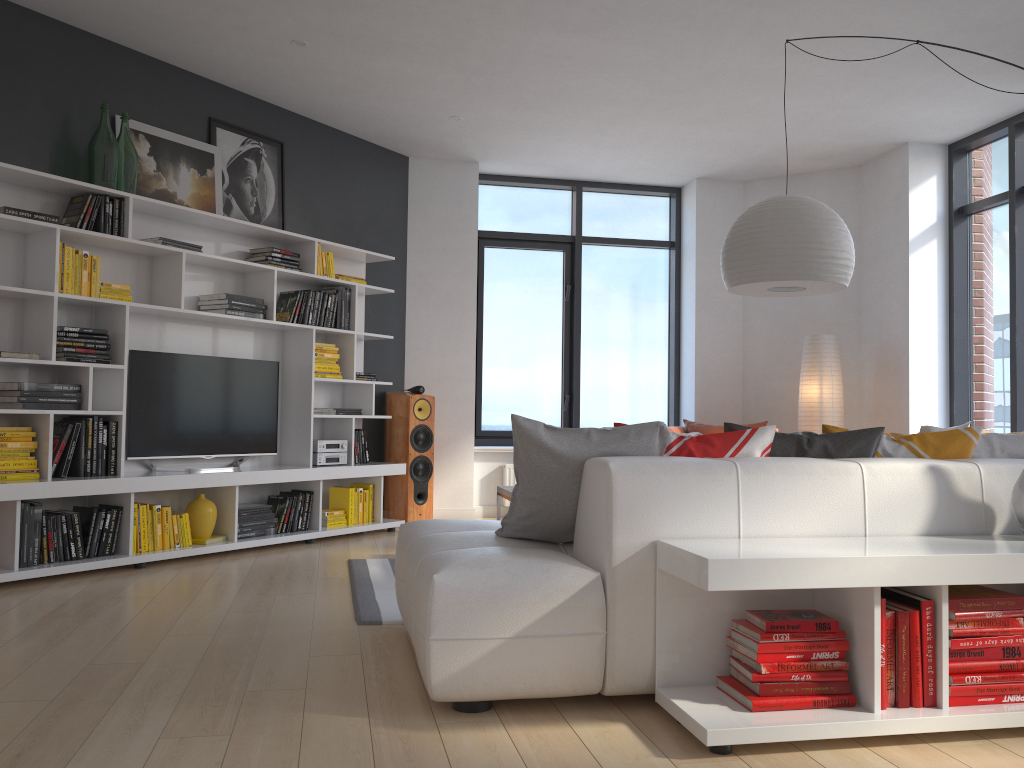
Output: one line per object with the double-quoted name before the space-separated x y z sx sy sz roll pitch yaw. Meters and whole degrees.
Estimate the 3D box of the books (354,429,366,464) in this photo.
"books" -1.159 0.456 6.512 0.193 0.255 0.066 -1 -3 33

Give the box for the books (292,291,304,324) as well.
"books" -1.512 -0.512 6.021 0.187 0.234 0.096 -1 -3 34

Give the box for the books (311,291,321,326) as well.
"books" -1.425 -0.514 6.147 0.191 0.249 0.084 -1 -3 34

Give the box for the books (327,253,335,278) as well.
"books" -1.316 -0.827 6.238 0.141 0.184 0.064 -1 -3 35

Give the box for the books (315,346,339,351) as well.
"books" -1.370 -0.250 6.287 0.163 0.023 0.223 -1 -3 38

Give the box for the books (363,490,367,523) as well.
"books" -1.125 0.881 6.418 0.172 0.234 0.024 -1 -3 34

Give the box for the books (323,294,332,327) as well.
"books" -1.356 -0.507 6.227 0.179 0.243 0.071 -1 -3 33

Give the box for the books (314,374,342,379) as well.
"books" -1.361 -0.049 6.259 0.194 0.028 0.257 -1 -3 39

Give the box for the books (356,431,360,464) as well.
"books" -1.185 0.462 6.467 0.170 0.236 0.049 -1 -3 34

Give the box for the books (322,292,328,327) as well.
"books" -1.381 -0.513 6.212 0.192 0.254 0.075 -1 -3 33

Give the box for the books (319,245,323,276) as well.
"books" -1.389 -0.851 6.176 0.164 0.224 0.054 -1 -3 33

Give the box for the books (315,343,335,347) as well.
"books" -1.394 -0.274 6.293 0.163 0.023 0.223 -1 -3 38

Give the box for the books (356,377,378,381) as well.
"books" -1.124 -0.032 6.540 0.161 0.023 0.213 -1 -3 37

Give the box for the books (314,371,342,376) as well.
"books" -1.369 -0.075 6.262 0.203 0.024 0.257 -1 -3 37

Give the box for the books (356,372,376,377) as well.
"books" -1.137 -0.070 6.553 0.161 0.023 0.213 -1 -3 37

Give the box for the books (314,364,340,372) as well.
"books" -1.372 -0.108 6.267 0.189 0.042 0.243 -1 -3 34

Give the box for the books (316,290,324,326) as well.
"books" -1.408 -0.518 6.176 0.197 0.260 0.066 -1 -3 34

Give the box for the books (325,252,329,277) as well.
"books" -1.337 -0.826 6.202 0.128 0.178 0.044 -1 -3 33

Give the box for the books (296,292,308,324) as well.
"books" -1.483 -0.511 6.039 0.169 0.233 0.081 -1 -3 33

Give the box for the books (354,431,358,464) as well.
"books" -1.204 0.461 6.451 0.189 0.240 0.053 -1 -3 34

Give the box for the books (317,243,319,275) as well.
"books" -1.395 -0.855 6.117 0.161 0.229 0.041 -1 -3 32

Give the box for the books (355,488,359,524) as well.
"books" -1.172 0.869 6.354 0.180 0.251 0.019 -1 -3 34

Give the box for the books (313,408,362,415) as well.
"books" -1.271 0.199 6.396 0.250 0.047 0.310 0 -3 29

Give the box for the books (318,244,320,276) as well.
"books" -1.398 -0.853 6.146 0.163 0.224 0.041 -1 -3 32

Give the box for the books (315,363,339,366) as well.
"books" -1.385 -0.136 6.274 0.189 0.014 0.251 -1 -3 37

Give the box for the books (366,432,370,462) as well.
"books" -1.145 0.468 6.578 0.179 0.233 0.077 -1 -3 34

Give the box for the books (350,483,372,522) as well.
"books" -1.102 0.865 6.470 0.204 0.270 0.029 -1 -3 34

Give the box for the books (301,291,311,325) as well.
"books" -1.453 -0.513 6.061 0.172 0.242 0.069 -1 -3 34

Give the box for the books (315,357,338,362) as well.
"books" -1.381 -0.174 6.276 0.171 0.019 0.239 -1 -3 34

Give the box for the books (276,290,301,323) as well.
"books" -1.527 -0.514 5.990 0.182 0.234 0.104 -1 -3 34

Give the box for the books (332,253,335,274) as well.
"books" -1.310 -0.827 6.262 0.142 0.184 0.044 -1 -3 34

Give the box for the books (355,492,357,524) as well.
"books" -1.169 0.881 6.325 0.156 0.229 0.024 -1 -3 33

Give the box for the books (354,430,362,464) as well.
"books" -1.166 0.460 6.481 0.169 0.242 0.050 -1 -3 33

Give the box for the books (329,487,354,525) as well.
"books" -1.211 0.864 6.296 0.198 0.255 0.044 -1 -3 34

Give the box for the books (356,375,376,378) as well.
"books" -1.126 -0.051 6.541 0.142 0.015 0.198 -1 -3 32

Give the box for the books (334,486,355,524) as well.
"books" -1.196 0.863 6.323 0.199 0.263 0.015 -1 -3 34

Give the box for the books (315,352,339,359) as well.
"books" -1.373 -0.199 6.285 0.176 0.033 0.239 -1 -3 37

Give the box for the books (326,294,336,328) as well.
"books" -1.344 -0.508 6.265 0.191 0.249 0.084 -1 -3 34

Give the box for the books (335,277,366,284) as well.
"books" -1.222 -0.739 6.452 0.194 0.028 0.257 -1 -3 39

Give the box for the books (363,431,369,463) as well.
"books" -1.136 0.462 6.532 0.177 0.242 0.066 -1 -3 33

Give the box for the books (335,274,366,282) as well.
"books" -1.231 -0.765 6.455 0.203 0.024 0.257 -1 -3 37

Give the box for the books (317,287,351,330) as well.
"books" -1.295 -0.533 6.391 0.259 0.321 0.128 -1 -3 34

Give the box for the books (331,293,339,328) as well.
"books" -1.326 -0.512 6.294 0.197 0.260 0.066 -1 -3 34

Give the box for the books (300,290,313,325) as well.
"books" -1.462 -0.519 6.095 0.192 0.254 0.075 -1 -3 33

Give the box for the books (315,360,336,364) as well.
"books" -1.373 -0.155 6.256 0.145 0.023 0.217 -1 -3 38

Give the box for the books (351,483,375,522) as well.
"books" -1.095 0.866 6.497 0.213 0.270 0.025 -1 -3 34

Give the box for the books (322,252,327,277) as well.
"books" -1.354 -0.827 6.189 0.132 0.180 0.054 -1 -3 34

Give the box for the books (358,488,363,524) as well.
"books" -1.156 0.870 6.375 0.185 0.250 0.035 -1 -3 34

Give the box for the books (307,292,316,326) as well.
"books" -1.442 -0.511 6.114 0.179 0.243 0.068 -1 -3 32

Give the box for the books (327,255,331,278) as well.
"books" -1.317 -0.816 6.210 0.108 0.161 0.046 -1 -3 32

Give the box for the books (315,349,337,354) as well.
"books" -1.378 -0.227 6.282 0.227 0.022 0.160 3 -3 -41
